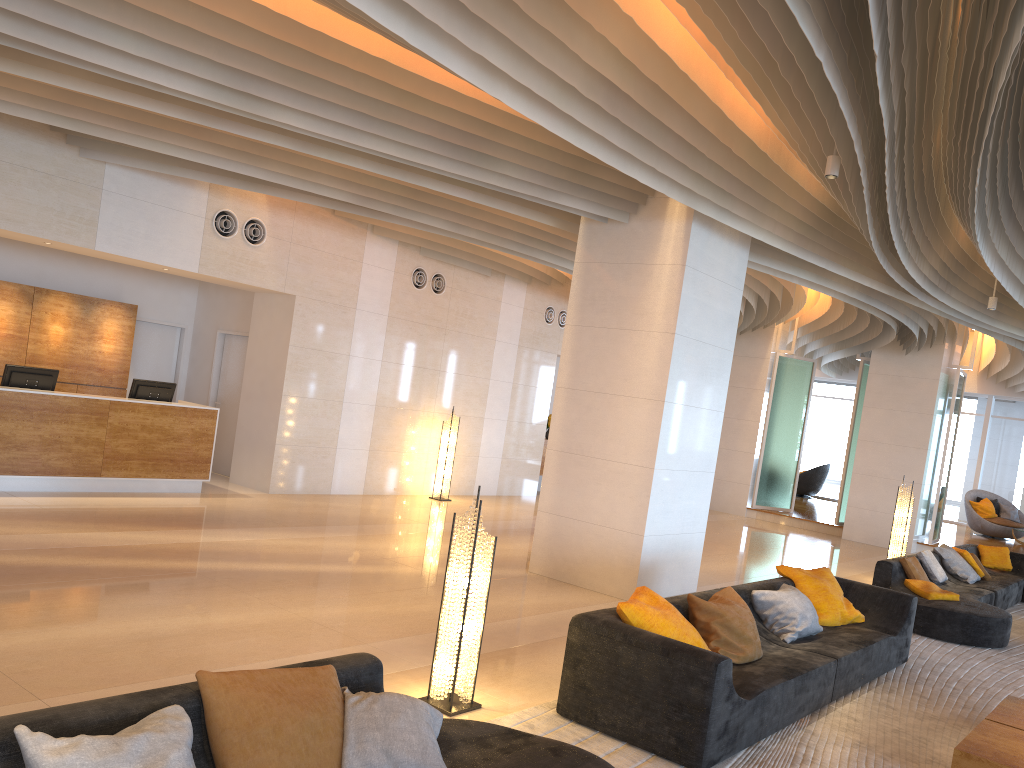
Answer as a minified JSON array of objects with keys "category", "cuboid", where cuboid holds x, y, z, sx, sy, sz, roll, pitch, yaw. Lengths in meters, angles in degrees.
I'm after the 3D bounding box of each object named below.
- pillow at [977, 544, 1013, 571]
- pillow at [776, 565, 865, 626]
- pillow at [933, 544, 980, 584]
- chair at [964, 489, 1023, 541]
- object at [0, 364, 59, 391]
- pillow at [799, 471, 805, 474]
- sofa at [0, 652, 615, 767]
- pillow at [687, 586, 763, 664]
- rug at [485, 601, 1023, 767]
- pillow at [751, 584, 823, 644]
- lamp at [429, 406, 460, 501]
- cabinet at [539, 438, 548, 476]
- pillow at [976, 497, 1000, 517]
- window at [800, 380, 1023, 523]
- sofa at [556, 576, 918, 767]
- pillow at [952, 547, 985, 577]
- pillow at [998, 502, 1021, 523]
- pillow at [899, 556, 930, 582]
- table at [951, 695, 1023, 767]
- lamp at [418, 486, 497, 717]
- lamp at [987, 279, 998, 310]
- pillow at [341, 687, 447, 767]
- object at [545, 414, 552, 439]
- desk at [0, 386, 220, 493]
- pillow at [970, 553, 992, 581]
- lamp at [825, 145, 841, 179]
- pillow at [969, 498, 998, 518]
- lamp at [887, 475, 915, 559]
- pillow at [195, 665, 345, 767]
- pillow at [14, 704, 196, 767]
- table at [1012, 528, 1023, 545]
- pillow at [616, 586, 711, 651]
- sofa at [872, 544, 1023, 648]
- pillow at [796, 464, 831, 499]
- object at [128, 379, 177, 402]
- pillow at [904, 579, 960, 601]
[{"category":"pillow","cuboid":[6.756,2.423,12.413,0.406,0.316,0.343,8,1,10]},{"category":"pillow","cuboid":[2.512,1.707,7.191,0.650,0.378,0.537,8,0,-30]},{"category":"pillow","cuboid":[5.497,2.219,10.957,0.535,0.377,0.664,9,0,34]},{"category":"chair","cuboid":[10.764,2.919,19.721,1.529,1.007,1.127,8,0,-9]},{"category":"object","cuboid":[-5.106,0.036,9.406,0.346,0.436,0.547,9,1,38]},{"category":"pillow","cuboid":[7.784,2.444,23.721,0.514,0.409,0.454,8,0,-35]},{"category":"sofa","cuboid":[-0.517,1.389,2.864,1.326,0.577,2.298,8,-1,38]},{"category":"pillow","cuboid":[1.352,1.532,5.597,0.434,0.410,0.613,9,0,40]},{"category":"rug","cuboid":[3.599,2.330,5.068,5.398,0.022,16.544,8,-1,38]},{"category":"pillow","cuboid":[1.997,1.679,6.430,0.411,0.377,0.598,9,0,40]},{"category":"lamp","cuboid":[-0.995,1.051,13.547,0.245,1.453,0.255,10,3,38]},{"category":"cabinet","cuboid":[0.803,1.388,16.904,0.547,0.663,1.540,9,0,38]},{"category":"pillow","cuboid":[10.733,2.777,19.959,0.614,0.423,0.366,8,1,-19]},{"category":"window","cuboid":[8.383,1.164,4.086,22.092,3.225,54.548,8,-1,4]},{"category":"sofa","cuboid":[1.780,1.776,6.084,0.922,0.583,3.852,8,-1,38]},{"category":"pillow","cuboid":[5.743,2.252,11.199,0.324,0.335,0.423,8,0,4]},{"category":"pillow","cuboid":[11.118,2.879,19.829,0.502,0.409,0.465,8,0,5]},{"category":"pillow","cuboid":[4.352,2.033,9.523,0.321,0.311,0.432,9,0,40]},{"category":"table","cuboid":[3.412,2.184,4.806,1.567,0.220,1.633,8,-1,38]},{"category":"lamp","cuboid":[-0.254,1.156,4.809,0.245,1.200,0.255,10,3,38]},{"category":"lamp","cuboid":[5.577,-1.595,10.084,0.089,1.508,0.088,8,2,-7]},{"category":"pillow","cuboid":[-0.413,1.286,3.214,0.433,0.247,0.465,8,0,-16]},{"category":"object","cuboid":[0.720,0.784,16.534,0.261,0.497,0.239,9,2,25]},{"category":"desk","cuboid":[-6.066,0.422,8.430,0.879,1.051,6.803,9,0,38]},{"category":"pillow","cuboid":[5.891,2.303,11.283,0.329,0.319,0.413,8,0,7]},{"category":"lamp","cuboid":[2.276,-2.148,5.991,0.087,1.508,0.090,10,2,29]},{"category":"pillow","cuboid":[10.461,2.750,19.648,0.633,0.455,0.462,8,1,-35]},{"category":"lamp","cuboid":[5.128,1.932,11.711,0.245,1.453,0.255,10,3,38]},{"category":"pillow","cuboid":[-0.758,1.194,3.045,0.389,0.392,0.617,9,0,41]},{"category":"pillow","cuboid":[-1.075,1.132,2.469,0.448,0.345,0.575,9,0,37]},{"category":"table","cuboid":[11.161,3.311,18.745,1.056,0.319,0.835,8,-1,45]},{"category":"pillow","cuboid":[0.897,1.436,5.126,0.541,0.378,0.645,8,0,16]},{"category":"sofa","cuboid":[6.107,2.444,10.097,2.766,0.654,5.190,8,-1,38]},{"category":"pillow","cuboid":[7.969,2.570,24.028,1.112,1.007,1.549,9,0,41]},{"category":"object","cuboid":[-4.249,0.180,10.502,0.346,0.436,0.547,9,1,38]},{"category":"pillow","cuboid":[4.324,2.127,9.135,0.422,0.136,0.405,9,-1,-18]}]
